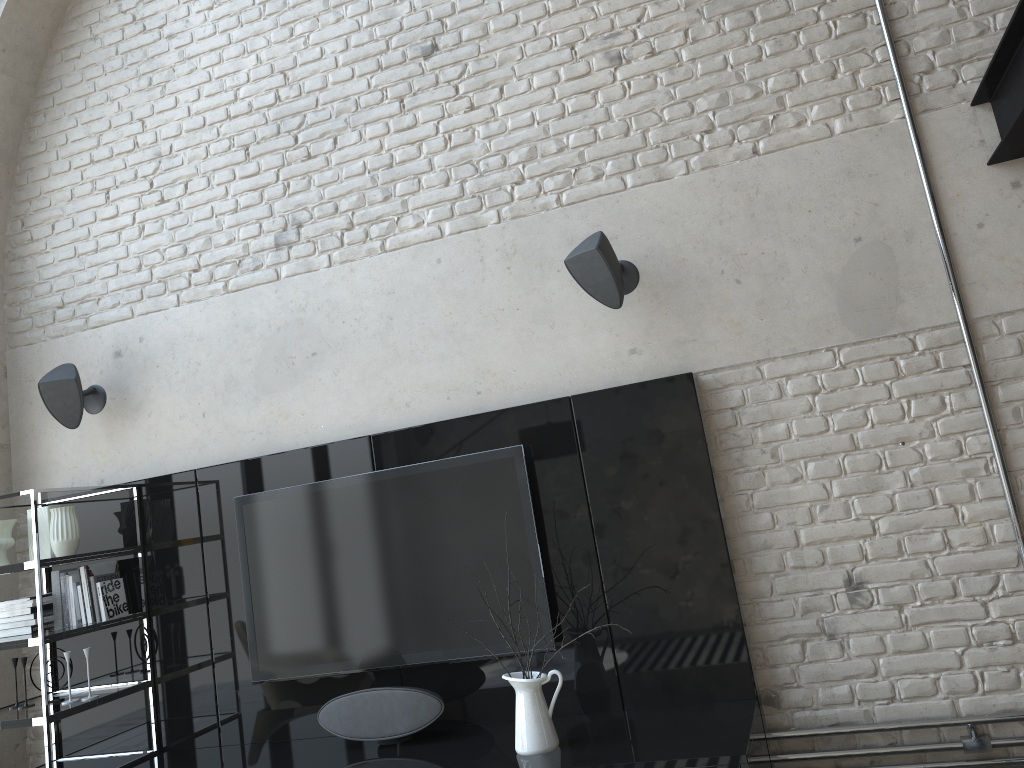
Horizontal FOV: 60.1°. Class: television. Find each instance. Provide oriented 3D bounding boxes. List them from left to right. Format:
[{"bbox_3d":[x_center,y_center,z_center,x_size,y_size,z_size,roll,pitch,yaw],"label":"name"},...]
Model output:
[{"bbox_3d":[-0.506,0.741,3.570,1.313,0.781,0.071,-12,-11,16],"label":"television"}]

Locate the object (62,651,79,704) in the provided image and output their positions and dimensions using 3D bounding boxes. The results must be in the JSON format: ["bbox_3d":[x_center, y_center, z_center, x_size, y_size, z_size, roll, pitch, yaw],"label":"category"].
[{"bbox_3d":[-1.820,1.204,3.636,0.065,0.201,0.064,-3,-12,-32],"label":"object"}]

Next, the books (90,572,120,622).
[{"bbox_3d":[-1.760,0.926,3.854,0.042,0.197,0.151,-13,-10,17],"label":"books"}]

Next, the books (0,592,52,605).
[{"bbox_3d":[-2.096,0.938,3.903,0.209,0.012,0.259,-12,-8,18],"label":"books"}]

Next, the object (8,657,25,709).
[{"bbox_3d":[-2.103,1.265,3.751,0.065,0.201,0.064,-5,-11,-23],"label":"object"}]

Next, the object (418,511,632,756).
[{"bbox_3d":[0.038,0.812,2.911,0.696,0.790,0.349,-12,-10,14],"label":"object"}]

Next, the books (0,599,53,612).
[{"bbox_3d":[-2.083,0.964,3.897,0.193,0.015,0.260,-12,-8,17],"label":"books"}]

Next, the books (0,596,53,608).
[{"bbox_3d":[-2.088,0.950,3.896,0.193,0.015,0.255,-11,-8,15],"label":"books"}]

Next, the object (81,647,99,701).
[{"bbox_3d":[-1.747,1.193,3.651,0.065,0.201,0.064,-3,-12,-32],"label":"object"}]

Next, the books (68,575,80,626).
[{"bbox_3d":[-1.869,0.942,3.899,0.028,0.212,0.177,-13,-10,17],"label":"books"}]

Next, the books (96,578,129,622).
[{"bbox_3d":[-1.735,0.936,3.844,0.040,0.167,0.135,-13,-10,17],"label":"books"}]

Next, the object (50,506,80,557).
[{"bbox_3d":[-1.901,0.631,3.761,0.114,0.212,0.112,-12,-10,17],"label":"object"}]

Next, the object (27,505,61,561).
[{"bbox_3d":[-2.014,0.648,3.820,0.117,0.230,0.073,-12,-11,17],"label":"object"}]

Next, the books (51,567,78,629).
[{"bbox_3d":[-1.947,0.941,3.921,0.044,0.244,0.177,-13,-10,17],"label":"books"}]

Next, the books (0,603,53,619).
[{"bbox_3d":[-2.084,0.985,3.890,0.197,0.029,0.247,-12,-8,19],"label":"books"}]

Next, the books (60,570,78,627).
[{"bbox_3d":[-1.907,0.939,3.906,0.041,0.231,0.170,-13,-10,17],"label":"books"}]

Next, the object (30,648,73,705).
[{"bbox_3d":[-1.928,1.219,3.708,0.179,0.222,0.044,-10,-11,4],"label":"object"}]

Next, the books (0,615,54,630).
[{"bbox_3d":[-2.071,1.033,3.879,0.197,0.024,0.249,-11,-8,15],"label":"books"}]

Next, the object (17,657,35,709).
[{"bbox_3d":[-2.042,1.250,3.710,0.065,0.201,0.064,-5,-11,-23],"label":"object"}]

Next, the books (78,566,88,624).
[{"bbox_3d":[-1.817,0.913,3.883,0.034,0.247,0.176,-13,-10,17],"label":"books"}]

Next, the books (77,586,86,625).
[{"bbox_3d":[-1.830,0.952,3.850,0.037,0.167,0.111,-13,-10,17],"label":"books"}]

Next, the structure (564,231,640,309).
[{"bbox_3d":[0.364,-0.433,3.413,0.176,0.309,0.357,-16,-11,35],"label":"structure"}]

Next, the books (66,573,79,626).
[{"bbox_3d":[-1.884,0.941,3.903,0.017,0.219,0.181,-13,-10,17],"label":"books"}]

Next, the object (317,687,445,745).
[{"bbox_3d":[-0.467,1.247,3.365,0.526,0.220,0.203,-12,-9,17],"label":"object"}]

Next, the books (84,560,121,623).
[{"bbox_3d":[-1.781,0.907,3.876,0.043,0.246,0.185,-13,-10,17],"label":"books"}]

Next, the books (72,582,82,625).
[{"bbox_3d":[-1.850,0.949,3.861,0.039,0.182,0.124,-13,-10,17],"label":"books"}]

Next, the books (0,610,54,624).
[{"bbox_3d":[-2.080,1.012,3.894,0.219,0.024,0.266,-12,-8,17],"label":"books"}]

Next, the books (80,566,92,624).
[{"bbox_3d":[-1.801,0.911,3.881,0.048,0.245,0.177,-13,-10,17],"label":"books"}]

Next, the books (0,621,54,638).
[{"bbox_3d":[-2.070,1.063,3.884,0.197,0.034,0.266,-12,-8,19],"label":"books"}]

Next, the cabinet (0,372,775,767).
[{"bbox_3d":[-0.716,1.077,3.371,3.094,1.743,0.728,-12,-11,16],"label":"cabinet"}]

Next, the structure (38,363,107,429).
[{"bbox_3d":[-2.042,0.056,4.138,0.178,0.309,0.354,-9,-9,-1],"label":"structure"}]

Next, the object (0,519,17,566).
[{"bbox_3d":[-2.178,0.682,3.733,0.172,0.195,0.170,-12,-10,17],"label":"object"}]
